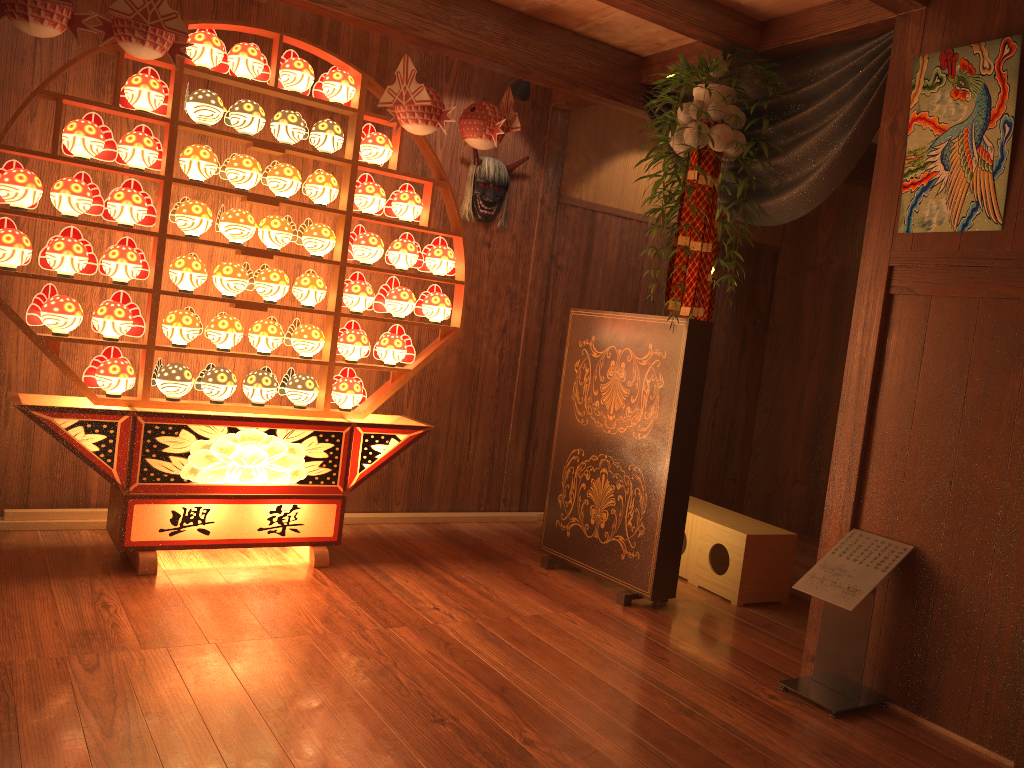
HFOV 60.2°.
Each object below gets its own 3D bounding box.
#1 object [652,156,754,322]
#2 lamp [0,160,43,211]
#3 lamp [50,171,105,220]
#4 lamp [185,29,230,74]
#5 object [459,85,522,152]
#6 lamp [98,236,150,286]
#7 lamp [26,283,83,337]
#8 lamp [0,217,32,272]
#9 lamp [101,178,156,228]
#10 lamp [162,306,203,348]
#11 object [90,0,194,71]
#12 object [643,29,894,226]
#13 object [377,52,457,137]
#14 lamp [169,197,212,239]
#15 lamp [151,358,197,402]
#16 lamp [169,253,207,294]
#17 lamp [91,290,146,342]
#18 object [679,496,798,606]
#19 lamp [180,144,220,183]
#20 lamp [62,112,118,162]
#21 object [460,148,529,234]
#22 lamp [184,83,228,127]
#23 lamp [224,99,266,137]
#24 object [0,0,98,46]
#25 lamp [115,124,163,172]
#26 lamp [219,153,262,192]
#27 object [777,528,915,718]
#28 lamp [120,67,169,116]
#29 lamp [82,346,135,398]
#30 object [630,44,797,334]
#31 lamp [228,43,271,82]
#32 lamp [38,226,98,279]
[{"bbox_3d":[0.997,-0.866,4.795,0.523,1.260,0.769,10,4,43],"label":"object"},{"bbox_3d":[-1.779,-0.722,3.209,0.152,0.187,0.195,10,4,37],"label":"lamp"},{"bbox_3d":[-1.646,-0.712,3.299,0.182,0.191,0.156,7,3,-3],"label":"lamp"},{"bbox_3d":[-1.211,-1.340,3.495,0.205,0.200,0.153,6,4,-23],"label":"lamp"},{"bbox_3d":[-0.122,-1.204,3.946,0.235,0.318,0.355,5,4,-38],"label":"object"},{"bbox_3d":[-1.507,-0.480,3.419,0.186,0.192,0.154,6,3,-18],"label":"lamp"},{"bbox_3d":[-1.689,-0.276,3.335,0.154,0.193,0.189,8,3,17],"label":"lamp"},{"bbox_3d":[-1.820,-0.509,3.211,0.152,0.195,0.196,10,4,42],"label":"lamp"},{"bbox_3d":[-1.481,-0.702,3.406,0.204,0.200,0.154,6,3,-18],"label":"lamp"},{"bbox_3d":[-1.338,-0.232,3.567,0.140,0.167,0.156,7,3,-2],"label":"lamp"},{"bbox_3d":[-1.313,-1.309,3.156,0.359,0.306,0.208,5,4,-33],"label":"object"},{"bbox_3d":[1.040,-1.069,3.857,0.098,0.750,1.453,5,4,-32],"label":"object"},{"bbox_3d":[-0.391,-1.215,3.768,0.353,0.314,0.248,10,4,34],"label":"object"},{"bbox_3d":[-1.271,-0.667,3.545,0.152,0.167,0.144,10,4,37],"label":"lamp"},{"bbox_3d":[-1.357,-0.014,3.587,0.158,0.167,0.139,7,3,-3],"label":"lamp"},{"bbox_3d":[-1.305,-0.450,3.556,0.141,0.167,0.154,7,3,-13],"label":"lamp"},{"bbox_3d":[-1.546,-0.266,3.421,0.202,0.200,0.155,7,3,-8],"label":"lamp"},{"bbox_3d":[0.894,0.783,4.623,0.336,0.330,1.253,6,4,-28],"label":"object"},{"bbox_3d":[-1.255,-0.887,3.532,0.140,0.167,0.156,7,3,-2],"label":"lamp"},{"bbox_3d":[-1.600,-0.933,3.300,0.202,0.200,0.155,7,3,-8],"label":"lamp"},{"bbox_3d":[-0.110,-1.059,4.864,0.375,0.453,0.133,5,4,-33],"label":"object"},{"bbox_3d":[-1.218,-1.105,3.537,0.160,0.167,0.136,6,3,-18],"label":"lamp"},{"bbox_3d":[-1.078,-1.088,3.616,0.144,0.161,0.151,4,4,-43],"label":"lamp"},{"bbox_3d":[-1.589,-1.323,2.966,0.369,0.311,0.236,7,3,-8],"label":"object"},{"bbox_3d":[-1.438,-0.916,3.405,0.193,0.195,0.154,6,3,-18],"label":"lamp"},{"bbox_3d":[-1.098,-0.869,3.635,0.152,0.161,0.144,10,4,37],"label":"lamp"},{"bbox_3d":[1.137,0.800,3.016,0.310,0.559,0.242,5,4,-33],"label":"object"},{"bbox_3d":[-1.410,-1.137,3.393,0.204,0.200,0.154,6,3,-18],"label":"lamp"},{"bbox_3d":[-1.546,-0.046,3.456,0.201,0.197,0.152,4,4,-43],"label":"lamp"},{"bbox_3d":[0.810,-0.826,3.769,0.589,1.260,0.686,4,4,-44],"label":"object"},{"bbox_3d":[-1.083,-1.318,3.586,0.170,0.179,0.156,7,3,-3],"label":"lamp"},{"bbox_3d":[-1.666,-0.498,3.312,0.205,0.200,0.153,6,4,-23],"label":"lamp"}]
